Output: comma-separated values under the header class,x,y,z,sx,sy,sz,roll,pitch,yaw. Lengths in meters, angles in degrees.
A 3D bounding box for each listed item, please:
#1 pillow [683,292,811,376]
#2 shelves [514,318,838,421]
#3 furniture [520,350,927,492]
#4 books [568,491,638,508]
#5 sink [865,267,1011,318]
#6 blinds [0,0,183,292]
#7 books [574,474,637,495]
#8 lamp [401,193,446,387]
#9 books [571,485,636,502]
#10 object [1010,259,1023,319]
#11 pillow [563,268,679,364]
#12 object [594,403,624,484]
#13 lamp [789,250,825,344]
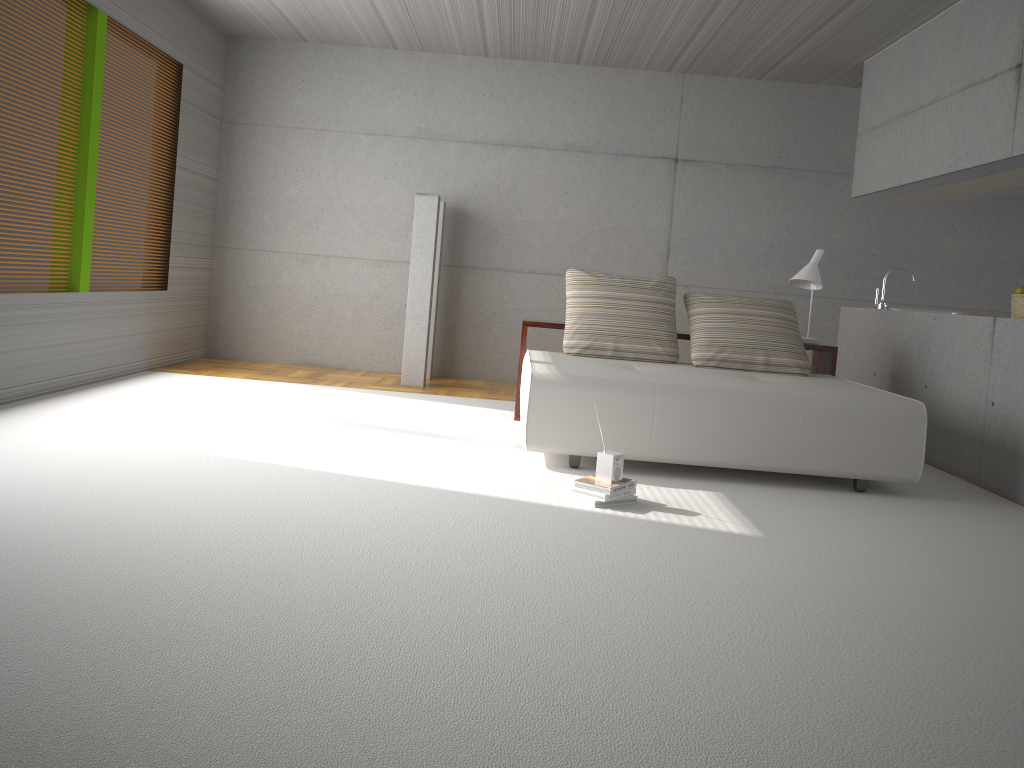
class,x,y,z,sx,sy,sz,roll,pitch,yaw
pillow,1.613,-0.352,6.121,0.807,0.515,0.580,5,4,1
shelves,1.166,-0.025,6.489,2.250,0.714,0.402,5,3,0
furniture,1.138,0.184,5.499,2.168,0.520,1.621,5,6,0
books,0.425,0.527,4.119,0.264,0.032,0.190,0,8,-35
sink,3.309,-0.619,6.813,0.766,0.537,1.712,5,6,0
blinds,-2.976,-1.545,6.061,0.012,2.037,3.550,5,5,0
books,0.437,0.463,4.118,0.190,0.032,0.265,9,8,34
lamp,-0.805,-0.863,8.120,0.200,1.686,0.801,5,3,0
books,0.427,0.495,4.118,0.190,0.032,0.264,10,8,39
object,3.298,-0.612,5.486,0.368,0.440,0.335,4,4,-14
pillow,0.765,-0.479,6.173,0.801,0.608,0.492,5,4,0
object,0.433,0.269,4.070,0.090,0.365,0.185,7,3,41
lamp,2.186,-0.649,6.493,0.323,0.698,0.245,4,3,-19
